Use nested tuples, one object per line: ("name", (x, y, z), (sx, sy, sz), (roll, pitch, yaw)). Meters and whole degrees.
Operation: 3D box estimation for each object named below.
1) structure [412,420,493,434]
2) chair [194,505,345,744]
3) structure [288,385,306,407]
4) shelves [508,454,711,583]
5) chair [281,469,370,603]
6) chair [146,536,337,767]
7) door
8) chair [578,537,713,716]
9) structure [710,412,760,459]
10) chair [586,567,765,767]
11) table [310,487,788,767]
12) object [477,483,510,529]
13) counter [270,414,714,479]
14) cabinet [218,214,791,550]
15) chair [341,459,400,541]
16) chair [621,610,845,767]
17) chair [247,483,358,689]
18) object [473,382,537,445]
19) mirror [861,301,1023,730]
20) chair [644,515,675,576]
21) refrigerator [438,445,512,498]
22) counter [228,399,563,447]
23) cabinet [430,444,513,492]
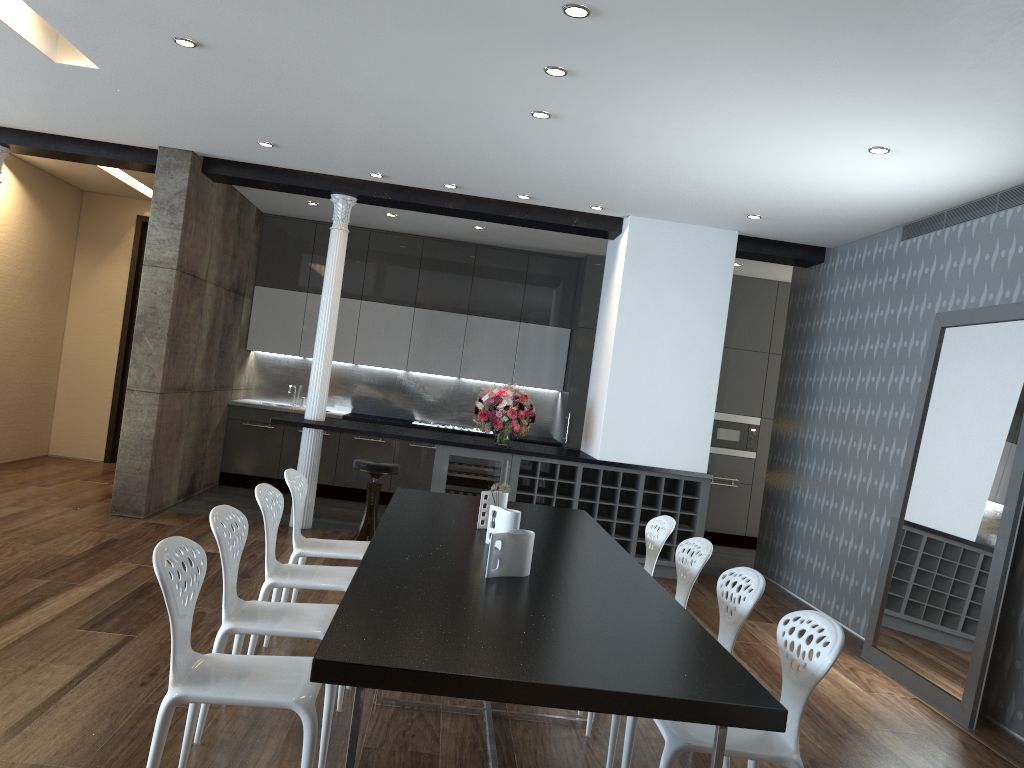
("structure", (-0.656, 0.491, 9.915), (0.900, 0.066, 0.520), (8, 0, -4))
("chair", (-0.931, 0.930, 3.488), (0.581, 0.835, 0.495), (8, 0, -4))
("structure", (-2.432, 0.147, 10.048), (0.183, 0.249, 0.224), (8, 0, -4))
("shelves", (0.760, 1.133, 7.906), (1.700, 0.897, 0.900), (8, 0, -4))
("chair", (-1.017, 0.922, 4.924), (0.581, 0.835, 0.495), (8, 0, -4))
("chair", (-0.864, 0.937, 2.795), (0.581, 0.835, 0.495), (8, 0, -4))
("door", (-3.899, -0.440, 10.117), (1.037, 2.814, 0.246), (8, 0, -4))
("chair", (0.620, 1.137, 4.307), (0.581, 0.835, 0.495), (8, 0, -4))
("structure", (2.408, 0.561, 10.043), (0.595, 0.452, 0.528), (8, 0, -4))
("chair", (0.669, 1.141, 3.607), (0.581, 0.835, 0.495), (8, 0, -4))
("table", (-0.058, 1.098, 3.896), (1.200, 0.733, 3.400), (8, 0, -4))
("object", (-0.097, 0.607, 4.444), (0.161, 0.233, 0.076), (8, 0, -22))
("counter", (-0.168, 0.538, 7.837), (3.700, 0.040, 1.000), (8, 0, -4))
("cabinet", (0.707, 0.074, 10.039), (7.409, 2.980, 0.827), (8, 0, -4))
("chair", (-1.701, 1.028, 3.918), (16.134, 0.952, 21.556), (8, 0, -4))
("chair", (0.717, 1.146, 2.906), (0.581, 0.835, 0.495), (8, 0, -4))
("chair", (-0.973, 0.926, 4.224), (0.581, 0.835, 0.495), (8, 0, -4))
("object", (-0.062, 0.255, 7.743), (0.544, 0.552, 0.570), (8, 0, 2))
("mirror", (2.590, 0.665, 5.208), (0.240, 2.294, 1.200), (8, 0, -4))
("chair", (0.572, 1.132, 5.008), (0.581, 0.835, 0.495), (8, 0, -4))
("refrigerator", (-0.332, 0.928, 7.395), (0.578, 0.774, 0.075), (8, 0, 0))
("counter", (-1.270, 0.520, 9.915), (3.597, 0.223, 0.807), (8, 0, -4))
("cabinet", (-0.398, 0.980, 7.824), (0.642, 0.897, 0.900), (8, 0, -4))
